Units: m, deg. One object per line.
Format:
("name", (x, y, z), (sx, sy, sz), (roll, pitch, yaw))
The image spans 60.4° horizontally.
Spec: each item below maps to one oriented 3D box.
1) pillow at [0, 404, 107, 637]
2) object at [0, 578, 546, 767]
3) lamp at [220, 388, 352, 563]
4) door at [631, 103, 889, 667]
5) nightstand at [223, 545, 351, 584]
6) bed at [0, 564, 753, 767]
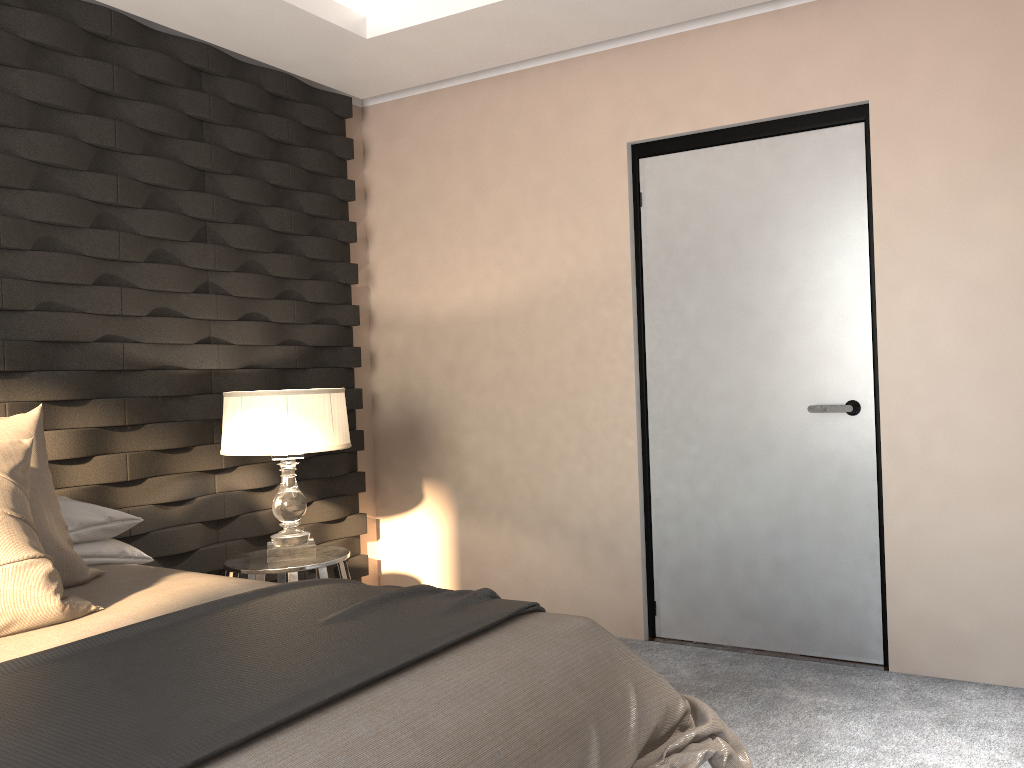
("pillow", (-1.373, 0.283, 1.791), (0.857, 0.518, 1.318), (-2, 0, 33))
("object", (-0.632, 0.639, 1.434), (0.590, 0.322, 2.147), (-2, 0, 32))
("lamp", (-0.846, 0.338, 3.325), (0.473, 0.631, 0.458), (-2, 0, -7))
("door", (0.973, 0.017, 3.523), (0.954, 2.093, 0.161), (-2, 0, 30))
("nightstand", (-0.845, 0.889, 3.325), (0.645, 0.472, 0.597), (-2, 0, -21))
("bed", (-1.004, 0.829, 1.645), (2.188, 0.624, 2.399), (-2, 0, 31))
